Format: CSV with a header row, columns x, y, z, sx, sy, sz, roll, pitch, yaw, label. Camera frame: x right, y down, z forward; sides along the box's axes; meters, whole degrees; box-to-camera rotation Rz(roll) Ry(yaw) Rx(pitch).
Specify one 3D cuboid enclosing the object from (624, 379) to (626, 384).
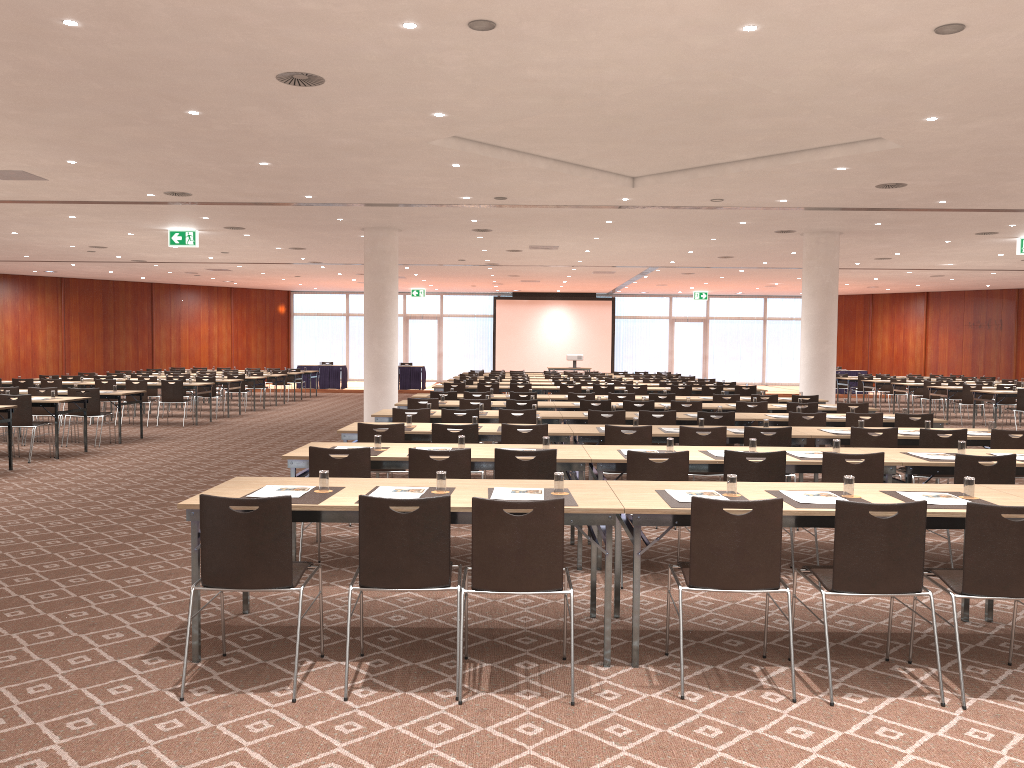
x,y,z,sx,sy,sz,roll,pitch,yaw,label
2.602,-0.058,20.384,0.054,0.114,0.054,-1,3,-33,object

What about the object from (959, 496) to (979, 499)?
x,y,z,sx,sy,sz,roll,pitch,yaw,label
2.528,0.629,4.908,0.102,0.001,0.102,-1,3,-33,object

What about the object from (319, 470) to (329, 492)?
x,y,z,sx,sy,sz,roll,pitch,yaw,label
-1.042,0.537,4.915,0.054,0.114,0.054,-1,3,-33,object

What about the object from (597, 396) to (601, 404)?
x,y,z,sx,sy,sz,roll,pitch,yaw,label
1.269,0.234,12.908,0.054,0.114,0.054,2,3,34,object

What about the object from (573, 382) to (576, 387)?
x,y,z,sx,sy,sz,roll,pitch,yaw,label
1.294,0.011,18.385,0.054,0.114,0.054,-1,3,-33,object

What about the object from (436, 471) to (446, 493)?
x,y,z,sx,sy,sz,roll,pitch,yaw,label
-0.393,0.542,4.928,0.054,0.114,0.054,2,3,34,object

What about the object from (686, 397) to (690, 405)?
x,y,z,sx,sy,sz,roll,pitch,yaw,label
2.564,0.247,12.893,0.054,0.114,0.054,2,3,34,object

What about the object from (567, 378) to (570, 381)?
x,y,z,sx,sy,sz,roll,pitch,yaw,label
1.297,-0.071,20.397,0.054,0.114,0.054,-1,3,-33,object

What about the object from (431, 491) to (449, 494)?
x,y,z,sx,sy,sz,roll,pitch,yaw,label
-0.398,0.600,4.925,0.102,0.001,0.102,-1,3,-33,object

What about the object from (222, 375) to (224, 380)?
x,y,z,sx,sy,sz,roll,pitch,yaw,label
-6.656,-0.148,20.422,0.054,0.114,0.054,-1,3,-33,object

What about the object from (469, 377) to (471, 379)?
x,y,z,sx,sy,sz,roll,pitch,yaw,label
-0.966,-0.093,20.409,0.054,0.114,0.054,-1,3,-33,object

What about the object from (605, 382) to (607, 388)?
x,y,z,sx,sy,sz,roll,pitch,yaw,label
1.948,0.017,18.393,0.054,0.114,0.054,-1,3,-33,object

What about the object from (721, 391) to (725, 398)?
x,y,z,sx,sy,sz,roll,pitch,yaw,label
3.542,0.175,14.889,0.054,0.114,0.054,1,3,12,object

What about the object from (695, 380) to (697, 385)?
x,y,z,sx,sy,sz,roll,pitch,yaw,label
4.229,-0.042,20.381,0.054,0.114,0.054,2,3,34,object

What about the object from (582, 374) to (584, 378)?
x,y,z,sx,sy,sz,roll,pitch,yaw,label
1.962,-0.227,24.387,0.054,0.114,0.054,2,3,34,object

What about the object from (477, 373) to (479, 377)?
x,y,z,sx,sy,sz,roll,pitch,yaw,label
-0.941,-0.255,24.393,0.054,0.114,0.054,-1,3,-33,object

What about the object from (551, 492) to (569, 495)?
x,y,z,sx,sy,sz,roll,pitch,yaw,label
0.266,0.607,4.914,0.102,0.001,0.102,-1,3,-33,object

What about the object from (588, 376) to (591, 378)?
x,y,z,sx,sy,sz,roll,pitch,yaw,label
1.956,-0.145,22.378,0.054,0.114,0.054,2,3,34,object

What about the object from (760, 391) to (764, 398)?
x,y,z,sx,sy,sz,roll,pitch,yaw,label
4.198,0.181,14.894,0.054,0.114,0.054,2,3,34,object

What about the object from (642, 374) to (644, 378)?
x,y,z,sx,sy,sz,roll,pitch,yaw,label
3.600,-0.210,24.376,0.054,0.114,0.054,2,3,34,object

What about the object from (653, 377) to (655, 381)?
x,y,z,sx,sy,sz,roll,pitch,yaw,label
3.590,-0.129,22.383,0.054,0.114,0.054,2,3,34,object

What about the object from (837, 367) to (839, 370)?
x,y,z,sx,sy,sz,roll,pitch,yaw,label
11.650,-0.558,31.676,0.054,0.114,0.054,1,3,12,object

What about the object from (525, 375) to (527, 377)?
x,y,z,sx,sy,sz,roll,pitch,yaw,label
0.347,-0.161,22.393,0.054,0.114,0.054,2,3,34,object

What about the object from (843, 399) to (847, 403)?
x,y,z,sx,sy,sz,roll,pitch,yaw,label
4.840,0.269,12.879,0.054,0.114,0.054,2,3,34,object

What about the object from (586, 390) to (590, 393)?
x,y,z,sx,sy,sz,roll,pitch,yaw,label
1.276,0.153,14.902,0.054,0.114,0.054,0,3,-11,object

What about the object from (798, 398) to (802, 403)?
x,y,z,sx,sy,sz,roll,pitch,yaw,label
4.186,0.263,12.882,0.054,0.114,0.054,-1,3,-33,object

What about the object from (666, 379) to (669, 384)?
x,y,z,sx,sy,sz,roll,pitch,yaw,label
3.572,-0.048,20.373,0.054,0.114,0.054,2,3,34,object

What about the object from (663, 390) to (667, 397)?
x,y,z,sx,sy,sz,roll,pitch,yaw,label
2.571,0.166,14.889,0.054,0.114,0.054,0,3,-11,object

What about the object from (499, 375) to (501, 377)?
x,y,z,sx,sy,sz,roll,pitch,yaw,label
-0.302,-0.168,22.406,0.054,0.114,0.054,2,3,34,object

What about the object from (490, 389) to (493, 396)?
x,y,z,sx,sy,sz,roll,pitch,yaw,label
-0.342,0.137,14.906,0.054,0.114,0.054,1,3,12,object

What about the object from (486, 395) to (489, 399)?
x,y,z,sx,sy,sz,roll,pitch,yaw,label
-0.358,0.218,12.914,0.054,0.114,0.054,1,3,12,object

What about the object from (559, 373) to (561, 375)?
x,y,z,sx,sy,sz,roll,pitch,yaw,label
1.325,-0.233,24.386,0.054,0.114,0.054,2,3,34,object

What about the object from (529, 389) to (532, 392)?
x,y,z,sx,sy,sz,roll,pitch,yaw,label
0.311,0.143,14.911,0.054,0.114,0.054,2,3,34,object

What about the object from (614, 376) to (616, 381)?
x,y,z,sx,sy,sz,roll,pitch,yaw,label
2.604,-0.139,22.384,0.054,0.114,0.054,2,3,34,object

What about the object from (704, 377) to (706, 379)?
x,y,z,sx,sy,sz,roll,pitch,yaw,label
4.875,-0.116,22.367,0.054,0.114,0.054,-1,3,-33,object

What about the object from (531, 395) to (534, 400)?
x,y,z,sx,sy,sz,roll,pitch,yaw,label
0.298,0.225,12.900,0.054,0.114,0.054,1,3,12,object

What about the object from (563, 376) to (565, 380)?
x,y,z,sx,sy,sz,roll,pitch,yaw,label
1.313,-0.151,22.384,0.054,0.114,0.054,2,3,34,object

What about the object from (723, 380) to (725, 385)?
x,y,z,sx,sy,sz,roll,pitch,yaw,label
4.864,-0.035,20.373,0.054,0.114,0.054,-1,3,-33,object

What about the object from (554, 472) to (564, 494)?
x,y,z,sx,sy,sz,roll,pitch,yaw,label
0.261,0.549,4.925,0.054,0.114,0.054,-1,3,-33,object

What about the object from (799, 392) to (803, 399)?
x,y,z,sx,sy,sz,roll,pitch,yaw,label
4.852,0.188,14.887,0.054,0.114,0.054,0,3,-11,object

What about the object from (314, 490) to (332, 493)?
x,y,z,sx,sy,sz,roll,pitch,yaw,label
-1.046,0.594,4.916,0.102,0.001,0.102,-1,3,-33,object

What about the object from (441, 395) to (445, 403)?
x,y,z,sx,sy,sz,roll,pitch,yaw,label
-1.010,0.211,12.921,0.054,0.114,0.054,2,3,34,object

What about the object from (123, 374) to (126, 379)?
x,y,z,sx,sy,sz,roll,pitch,yaw,label
-8.932,-0.171,20.443,0.054,0.114,0.054,2,3,34,object

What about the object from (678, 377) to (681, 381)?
x,y,z,sx,sy,sz,roll,pitch,yaw,label
4.225,-0.123,22.381,0.054,0.114,0.054,2,3,34,object

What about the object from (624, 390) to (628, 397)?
x,y,z,sx,sy,sz,roll,pitch,yaw,label
1.915,0.159,14.895,0.054,0.114,0.054,0,3,-11,object

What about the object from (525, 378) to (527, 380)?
x,y,z,sx,sy,sz,roll,pitch,yaw,label
0.323,-0.080,20.401,0.054,0.114,0.054,-1,3,-33,object

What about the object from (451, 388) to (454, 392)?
x,y,z,sx,sy,sz,roll,pitch,yaw,label
-1.004,0.131,14.904,0.054,0.114,0.054,0,3,-11,object

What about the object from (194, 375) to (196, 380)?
x,y,z,sx,sy,sz,roll,pitch,yaw,label
-7.309,-0.155,20.440,0.054,0.114,0.054,-1,3,-33,object

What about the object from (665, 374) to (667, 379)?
x,y,z,sx,sy,sz,roll,pitch,yaw,label
4.244,-0.204,24.366,0.054,0.114,0.054,2,3,34,object

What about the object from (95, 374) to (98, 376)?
x,y,z,sx,sy,sz,roll,pitch,yaw,label
-9.583,-0.177,20.448,0.054,0.114,0.054,2,3,34,object

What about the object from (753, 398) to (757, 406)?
x,y,z,sx,sy,sz,roll,pitch,yaw,label
3.532,0.256,12.891,0.054,0.114,0.054,-1,3,-33,object

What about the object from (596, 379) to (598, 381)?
x,y,z,sx,sy,sz,roll,pitch,yaw,label
1.959,-0.064,20.384,0.054,0.114,0.054,-1,3,-33,object

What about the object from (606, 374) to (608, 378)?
x,y,z,sx,sy,sz,roll,pitch,yaw,label
2.619,-0.220,24.380,0.054,0.114,0.054,2,3,34,object

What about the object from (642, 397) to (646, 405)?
x,y,z,sx,sy,sz,roll,pitch,yaw,label
1.915,0.240,12.900,0.054,0.114,0.054,2,3,34,object

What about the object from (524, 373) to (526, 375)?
x,y,z,sx,sy,sz,roll,pitch,yaw,label
0.344,-0.243,24.401,0.054,0.114,0.054,2,3,34,object

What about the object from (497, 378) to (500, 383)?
x,y,z,sx,sy,sz,roll,pitch,yaw,label
-0.312,-0.086,20.394,0.054,0.114,0.054,-1,3,-33,object
